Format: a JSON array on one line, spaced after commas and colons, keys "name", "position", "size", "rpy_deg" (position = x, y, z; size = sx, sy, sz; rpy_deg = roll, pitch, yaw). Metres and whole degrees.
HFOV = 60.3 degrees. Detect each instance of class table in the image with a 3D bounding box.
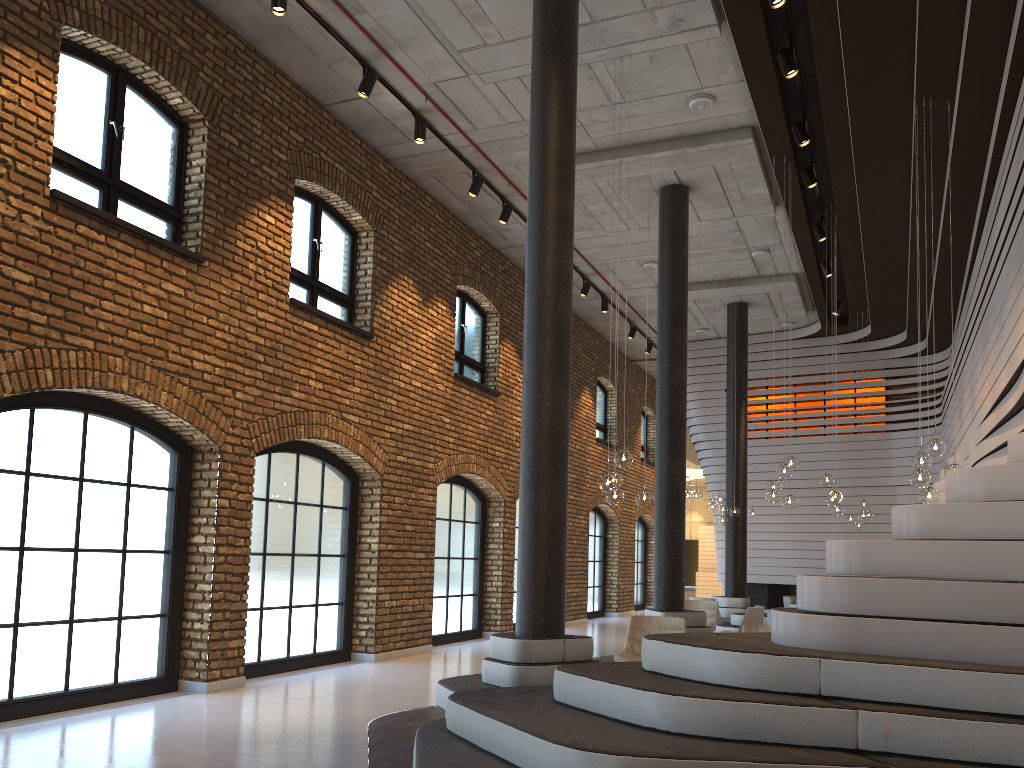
[{"name": "table", "position": [3.504, 4.080, 14.532], "size": [0.912, 0.366, 0.416], "rpy_deg": [-4, -10, 31]}]

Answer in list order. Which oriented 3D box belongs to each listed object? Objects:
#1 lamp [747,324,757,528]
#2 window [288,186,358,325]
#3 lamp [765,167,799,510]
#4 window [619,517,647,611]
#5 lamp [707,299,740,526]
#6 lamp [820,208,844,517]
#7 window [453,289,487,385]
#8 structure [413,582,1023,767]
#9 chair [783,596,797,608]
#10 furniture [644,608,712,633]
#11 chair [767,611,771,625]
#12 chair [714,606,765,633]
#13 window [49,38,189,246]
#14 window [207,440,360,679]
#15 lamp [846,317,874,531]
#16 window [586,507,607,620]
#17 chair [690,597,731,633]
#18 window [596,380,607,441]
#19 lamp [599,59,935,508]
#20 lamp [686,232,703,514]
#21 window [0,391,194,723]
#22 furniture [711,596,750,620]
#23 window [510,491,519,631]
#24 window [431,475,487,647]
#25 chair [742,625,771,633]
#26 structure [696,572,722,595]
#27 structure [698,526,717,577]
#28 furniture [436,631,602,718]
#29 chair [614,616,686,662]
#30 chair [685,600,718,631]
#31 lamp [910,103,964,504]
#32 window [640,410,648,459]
[{"name": "lamp", "position": [4.575, 0.565, 17.435], "size": [0.544, 4.579, 0.278], "rpy_deg": [3, -5, -18]}, {"name": "window", "position": [-2.221, -1.408, 9.932], "size": [0.126, 1.435, 1.583], "rpy_deg": [-1, -9, 23]}, {"name": "lamp", "position": [3.105, -0.926, 10.093], "size": [0.311, 4.691, 0.664], "rpy_deg": [-1, -6, 31]}, {"name": "window", "position": [3.104, 4.872, 24.138], "size": [2.082, 2.502, 4.671], "rpy_deg": [3, -10, -13]}, {"name": "lamp", "position": [3.565, 0.066, 14.751], "size": [0.544, 4.579, 0.278], "rpy_deg": [3, -5, -15]}, {"name": "lamp", "position": [4.225, -0.579, 11.651], "size": [0.294, 4.625, 0.548], "rpy_deg": [0, -5, 18]}, {"name": "window", "position": [-0.761, -0.685, 13.401], "size": [0.126, 1.435, 1.583], "rpy_deg": [-1, -9, 23]}, {"name": "structure", "position": [4.656, 3.119, 10.884], "size": [5.796, 0.916, 18.392], "rpy_deg": [-2, -12, 19]}, {"name": "chair", "position": [5.085, 4.084, 15.328], "size": [0.715, 0.758, 0.661], "rpy_deg": [-2, -9, 27]}, {"name": "furniture", "position": [2.180, 3.110, 10.675], "size": [1.273, 0.713, 1.799], "rpy_deg": [3, -10, -6]}, {"name": "chair", "position": [3.338, 3.051, 10.323], "size": [0.663, 0.758, 0.712], "rpy_deg": [-6, -11, 43]}, {"name": "chair", "position": [2.926, 3.270, 11.498], "size": [0.714, 0.758, 0.661], "rpy_deg": [-2, -9, 26]}, {"name": "window", "position": [-3.316, -1.950, 7.332], "size": [0.126, 1.435, 1.583], "rpy_deg": [-1, -9, 23]}, {"name": "window", "position": [-2.406, 1.877, 9.682], "size": [0.131, 2.507, 2.374], "rpy_deg": [-1, -8, 23]}, {"name": "lamp", "position": [6.286, 0.320, 15.929], "size": [0.293, 4.625, 0.550], "rpy_deg": [6, -7, -41]}, {"name": "window", "position": [1.656, 3.888, 19.333], "size": [0.131, 2.507, 2.374], "rpy_deg": [-1, -8, 23]}, {"name": "chair", "position": [3.149, 3.741, 13.867], "size": [0.710, 0.758, 0.665], "rpy_deg": [6, -9, -29]}, {"name": "window", "position": [1.841, 0.603, 19.584], "size": [0.126, 1.435, 1.583], "rpy_deg": [-1, -9, 23]}, {"name": "lamp", "position": [0.293, -2.262, 2.756], "size": [9.079, 4.560, 42.291], "rpy_deg": [-2, -12, 22]}, {"name": "lamp", "position": [2.429, -0.475, 12.447], "size": [0.545, 4.625, 0.296], "rpy_deg": [1, -5, 9]}, {"name": "window", "position": [-3.501, 1.335, 7.081], "size": [0.131, 2.507, 2.374], "rpy_deg": [-1, -8, 23]}, {"name": "furniture", "position": [3.734, 4.157, 15.784], "size": [1.280, 0.713, 1.790], "rpy_deg": [-2, -11, 18]}, {"name": "window", "position": [-0.117, 4.187, 21.123], "size": [2.183, 2.497, 13.056], "rpy_deg": [3, -11, -7]}, {"name": "window", "position": [-0.946, 2.599, 13.151], "size": [0.131, 2.507, 2.374], "rpy_deg": [-1, -8, 23]}, {"name": "chair", "position": [2.168, 2.481, 7.587], "size": [0.662, 0.758, 0.713], "rpy_deg": [-5, -10, 39]}, {"name": "structure", "position": [9.009, 7.763, 33.840], "size": [2.550, 0.887, 7.603], "rpy_deg": [2, -11, 1]}, {"name": "structure", "position": [9.731, 7.239, 36.100], "size": [4.555, 2.833, 5.867], "rpy_deg": [-2, -11, 23]}, {"name": "furniture", "position": [0.132, 2.322, 6.959], "size": [1.771, 0.714, 1.293], "rpy_deg": [8, -11, -31]}, {"name": "chair", "position": [1.338, 2.621, 8.427], "size": [0.660, 0.758, 0.716], "rpy_deg": [-2, -9, 24]}, {"name": "chair", "position": [2.575, 3.455, 12.494], "size": [0.663, 0.758, 0.713], "rpy_deg": [-5, -10, 41]}, {"name": "lamp", "position": [3.774, -1.233, 8.002], "size": [0.531, 4.664, 0.337], "rpy_deg": [3, -5, -15]}, {"name": "window", "position": [3.301, 1.326, 23.051], "size": [0.126, 1.435, 1.583], "rpy_deg": [-1, -9, 23]}]
